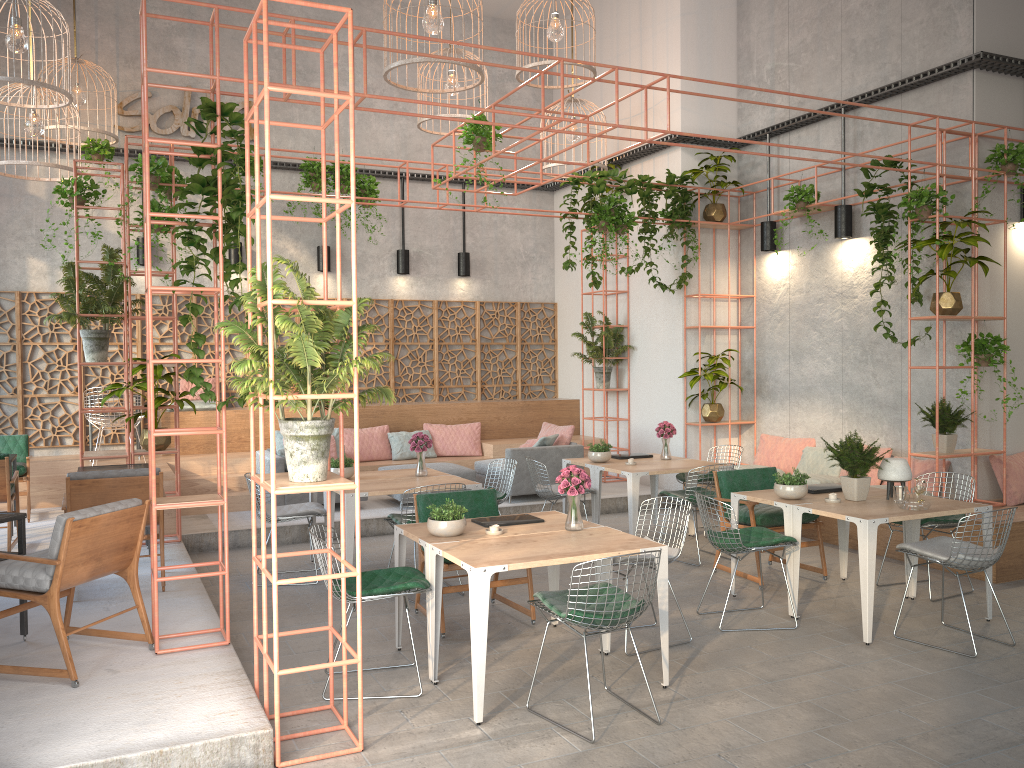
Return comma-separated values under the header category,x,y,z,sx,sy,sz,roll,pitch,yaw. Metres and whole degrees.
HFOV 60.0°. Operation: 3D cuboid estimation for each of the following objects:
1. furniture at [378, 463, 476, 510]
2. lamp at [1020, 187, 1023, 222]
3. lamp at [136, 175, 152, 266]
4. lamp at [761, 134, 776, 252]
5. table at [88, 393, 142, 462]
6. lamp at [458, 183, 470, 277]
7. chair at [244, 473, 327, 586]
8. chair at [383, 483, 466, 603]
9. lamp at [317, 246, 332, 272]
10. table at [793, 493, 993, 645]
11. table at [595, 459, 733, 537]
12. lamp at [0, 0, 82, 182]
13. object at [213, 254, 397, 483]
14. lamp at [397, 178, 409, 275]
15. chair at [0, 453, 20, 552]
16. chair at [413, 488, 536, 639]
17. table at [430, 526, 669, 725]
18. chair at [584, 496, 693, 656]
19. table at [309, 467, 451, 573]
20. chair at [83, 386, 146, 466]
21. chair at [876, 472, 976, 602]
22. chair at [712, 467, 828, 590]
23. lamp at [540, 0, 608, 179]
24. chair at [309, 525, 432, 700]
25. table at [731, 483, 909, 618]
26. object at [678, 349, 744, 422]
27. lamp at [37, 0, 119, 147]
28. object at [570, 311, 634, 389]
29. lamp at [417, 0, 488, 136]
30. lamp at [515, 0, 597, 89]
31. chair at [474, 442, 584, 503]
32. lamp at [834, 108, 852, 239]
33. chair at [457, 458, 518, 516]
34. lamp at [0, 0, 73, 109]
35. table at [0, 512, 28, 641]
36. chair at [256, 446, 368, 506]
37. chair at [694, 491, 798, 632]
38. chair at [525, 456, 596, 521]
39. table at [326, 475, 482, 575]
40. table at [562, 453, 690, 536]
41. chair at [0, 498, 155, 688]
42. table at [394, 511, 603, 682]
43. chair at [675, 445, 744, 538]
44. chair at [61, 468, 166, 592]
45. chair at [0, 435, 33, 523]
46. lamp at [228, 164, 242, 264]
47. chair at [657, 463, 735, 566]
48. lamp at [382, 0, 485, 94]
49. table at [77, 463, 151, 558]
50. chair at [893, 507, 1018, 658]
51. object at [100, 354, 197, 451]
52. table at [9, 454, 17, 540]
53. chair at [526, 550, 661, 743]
category,x,y,z,sx,sy,sz,roll,pitch,yaw
furniture,-1.049,1.215,10.848,0.975,0.446,0.941,-1,2,-25
lamp,5.135,-2.319,8.766,0.179,1.425,0.185,-1,2,-25
lamp,-4.875,-2.284,11.716,0.185,1.436,0.185,0,1,16
lamp,3.150,-2.352,10.889,0.185,1.425,0.179,-1,2,-25
table,-4.925,0.531,11.007,0.602,0.798,0.635,-1,2,-25
lamp,-0.745,-2.374,13.641,0.179,1.436,0.185,-1,2,-25
chair,-1.982,1.252,7.829,0.717,0.941,0.565,-1,1,-9
chair,-0.715,1.251,7.321,0.565,0.941,0.717,-1,2,-29
lamp,-2.709,-2.331,12.725,0.185,1.436,0.185,0,1,16
table,2.728,1.284,6.367,1.214,0.830,0.694,-1,2,-25
table,1.534,1.233,8.925,1.214,0.830,0.694,-1,2,-25
lamp,-5.073,-3.974,9.372,0.883,3.476,0.883,0,2,27
object,-1.042,-0.071,4.415,0.900,1.100,0.894,0,1,4
lamp,-1.632,-2.355,13.228,0.185,1.436,0.185,0,1,16
chair,-4.908,1.089,8.054,0.722,0.929,0.685,-1,2,-25
chair,-0.302,1.272,6.505,0.722,0.917,0.685,-1,2,-25
table,0.213,1.352,5.176,1.214,0.830,0.694,-1,2,-25
chair,0.855,1.267,6.027,0.717,0.941,0.565,-1,2,-24
table,-1.243,1.275,8.399,1.205,0.830,0.694,-1,2,-25
chair,-4.254,0.487,9.531,0.565,0.941,0.717,-1,1,-16
chair,3.370,1.212,7.219,0.717,0.941,0.565,-1,2,-24
chair,2.214,1.216,7.696,0.722,0.917,0.685,-1,2,-25
lamp,0.792,-4.524,11.598,0.883,3.476,0.883,0,2,27
chair,-0.825,1.304,5.235,0.717,0.941,0.565,-1,1,-9
table,2.429,1.272,6.997,1.205,0.830,0.694,-1,2,-25
object,2.493,0.018,11.231,0.903,0.919,0.934,0,2,37
lamp,-5.278,-4.726,10.723,0.883,3.476,0.883,0,2,27
object,1.270,-0.485,12.553,0.900,1.097,0.894,0,1,4
lamp,-0.744,-4.910,10.899,0.883,3.476,0.883,0,2,27
lamp,0.466,-5.110,9.697,0.883,3.476,0.883,0,2,27
chair,0.205,1.078,11.312,1.052,0.672,1.127,-1,2,-25
lamp,3.660,-2.330,9.794,0.185,1.425,0.179,-1,2,-25
chair,-0.302,1.215,8.621,0.717,0.941,0.565,-1,2,-24
lamp,-4.539,-4.383,8.088,0.883,3.476,0.883,0,2,27
table,-3.373,1.205,5.291,0.635,0.798,0.602,0,1,15
chair,-2.394,1.080,10.548,1.127,0.586,1.056,-1,2,-25
chair,1.691,1.249,6.427,0.717,0.941,0.565,-1,1,-9
chair,0.497,1.198,8.985,0.717,0.941,0.565,-1,1,-9
table,-0.945,1.287,7.771,1.214,0.830,0.694,-1,2,-25
table,1.236,1.221,9.554,1.205,0.830,0.694,-1,2,-25
chair,-2.551,1.146,5.076,0.685,0.914,0.722,0,1,15
table,-0.086,1.340,5.805,1.205,0.830,0.694,-1,2,-25
chair,2.176,1.161,9.777,0.717,0.941,0.565,-1,2,-24
chair,-3.049,1.100,6.827,0.722,0.929,0.685,-1,2,-25
chair,-5.737,1.053,9.833,0.722,0.929,0.685,-1,2,-25
lamp,-3.819,-2.307,12.208,0.185,1.436,0.185,0,1,16
chair,1.763,1.197,8.477,0.565,0.941,0.717,-1,2,-29
lamp,-0.699,-4.413,7.722,0.883,3.476,0.883,0,2,27
table,-3.505,1.143,7.828,0.602,0.798,0.635,-1,2,-25
chair,2.957,1.248,5.919,0.565,0.941,0.717,-1,2,-29
object,-3.452,0.176,8.404,0.903,0.923,0.934,0,2,32
table,-5.277,1.136,8.836,0.602,0.798,0.635,-1,2,-25
chair,0.442,1.304,4.727,0.565,0.941,0.717,-1,2,-29
